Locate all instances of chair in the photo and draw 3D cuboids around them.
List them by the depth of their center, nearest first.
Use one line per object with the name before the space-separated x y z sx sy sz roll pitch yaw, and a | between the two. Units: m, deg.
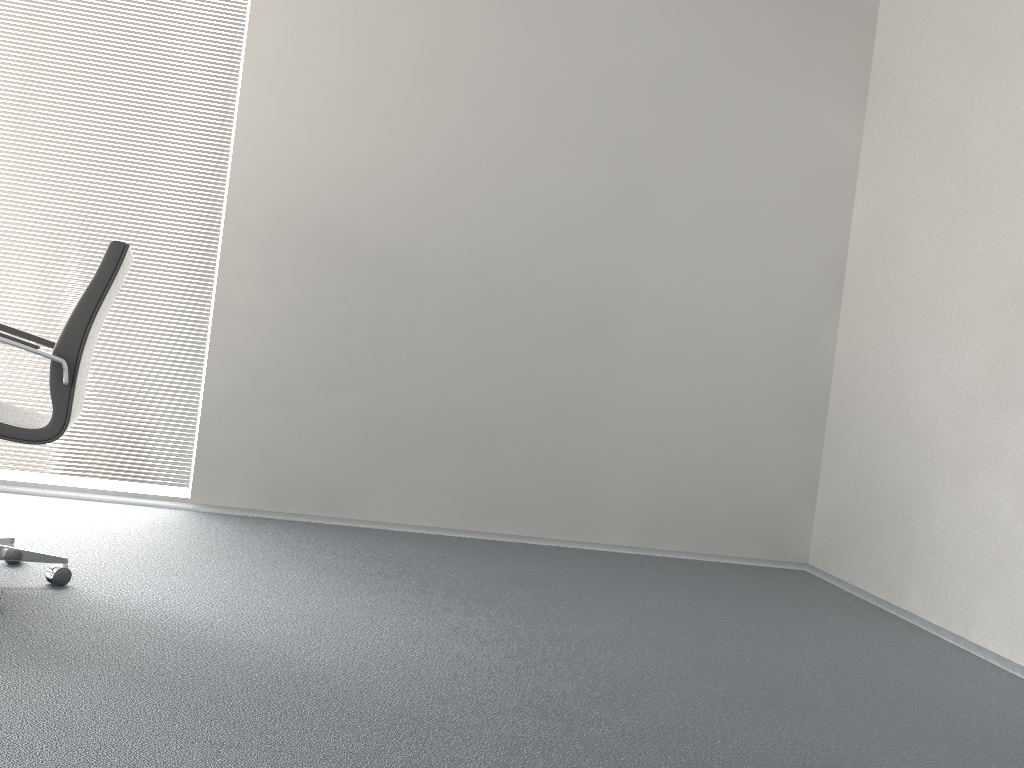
chair | -1.539 0.067 2.625 0.652 1.048 0.584 7 0 -22

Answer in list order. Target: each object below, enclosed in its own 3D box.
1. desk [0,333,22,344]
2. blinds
desk | -2.179 -0.272 2.497 0.967 1.566 1.469 7 0 -8
blinds | -2.323 -0.999 4.074 1.950 2.770 0.022 7 0 -8
